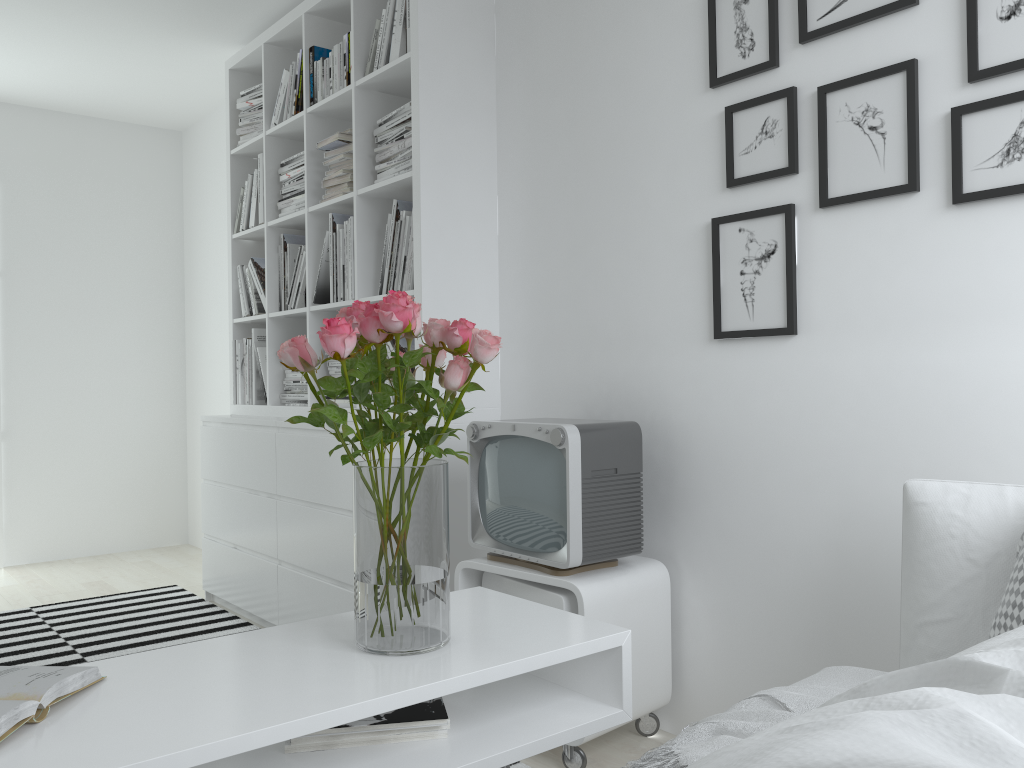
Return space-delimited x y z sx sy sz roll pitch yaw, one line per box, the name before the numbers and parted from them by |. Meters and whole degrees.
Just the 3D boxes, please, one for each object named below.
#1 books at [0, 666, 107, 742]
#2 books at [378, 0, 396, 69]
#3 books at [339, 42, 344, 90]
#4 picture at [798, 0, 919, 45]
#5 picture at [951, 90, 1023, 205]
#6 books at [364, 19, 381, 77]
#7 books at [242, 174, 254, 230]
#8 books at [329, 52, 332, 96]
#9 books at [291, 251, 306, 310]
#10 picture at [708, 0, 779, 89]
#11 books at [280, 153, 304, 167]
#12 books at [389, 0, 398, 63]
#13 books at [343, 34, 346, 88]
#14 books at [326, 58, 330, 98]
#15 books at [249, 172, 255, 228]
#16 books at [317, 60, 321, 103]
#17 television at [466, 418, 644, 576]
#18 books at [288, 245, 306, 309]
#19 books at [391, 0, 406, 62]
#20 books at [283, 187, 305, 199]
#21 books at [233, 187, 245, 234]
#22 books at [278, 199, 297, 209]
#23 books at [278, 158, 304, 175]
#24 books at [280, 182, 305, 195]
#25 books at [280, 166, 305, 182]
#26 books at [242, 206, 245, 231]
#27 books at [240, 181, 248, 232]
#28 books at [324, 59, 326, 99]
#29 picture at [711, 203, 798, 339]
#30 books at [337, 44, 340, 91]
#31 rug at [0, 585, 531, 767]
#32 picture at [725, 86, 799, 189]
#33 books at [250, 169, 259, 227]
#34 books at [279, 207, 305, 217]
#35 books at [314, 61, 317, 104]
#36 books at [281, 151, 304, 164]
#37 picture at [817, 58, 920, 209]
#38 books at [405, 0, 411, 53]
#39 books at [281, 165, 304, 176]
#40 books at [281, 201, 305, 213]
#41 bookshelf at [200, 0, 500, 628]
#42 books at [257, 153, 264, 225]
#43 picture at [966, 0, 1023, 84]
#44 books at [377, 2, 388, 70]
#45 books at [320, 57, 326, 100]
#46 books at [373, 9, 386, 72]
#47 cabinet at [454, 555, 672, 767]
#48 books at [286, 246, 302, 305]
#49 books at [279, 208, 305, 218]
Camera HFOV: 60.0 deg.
books | -0.742 0.431 1.187 0.231 0.040 0.342 -1 0 3
books | -0.359 -1.171 3.023 0.172 0.235 0.112 -1 0 -39
books | -0.566 -1.141 3.227 0.128 0.179 0.022 -1 0 -39
picture | 0.750 -0.905 1.942 0.021 0.236 0.275 -1 0 -39
picture | 0.956 -0.458 1.700 0.017 0.194 0.218 -1 0 -39
books | -0.426 -1.144 3.109 0.161 0.210 0.127 -1 0 -39
books | -1.083 -0.789 3.889 0.172 0.235 0.112 -1 0 -39
books | -0.625 -1.136 3.298 0.109 0.171 0.018 -1 0 -39
books | -0.796 -0.413 3.620 0.167 0.236 0.146 -1 0 -39
picture | 0.565 -0.876 2.175 0.018 0.248 0.196 -1 0 -39
books | -0.806 -0.904 3.603 0.159 0.012 0.285 -1 0 -39
books | -0.323 -1.174 2.996 0.172 0.239 0.093 -1 0 -39
books | -0.548 -1.151 3.215 0.127 0.200 0.020 -1 0 -39
books | -0.641 -1.127 3.309 0.110 0.153 0.019 -1 0 -39
books | -1.048 -0.792 3.862 0.172 0.239 0.093 -1 0 -39
books | -0.684 -1.131 3.356 0.106 0.162 0.032 -1 0 -39
television | 0.102 0.285 2.355 0.273 0.374 0.414 -1 0 -39
books | -0.813 -0.428 3.636 0.159 0.253 0.153 -1 0 -39
books | -0.303 -1.175 2.960 0.174 0.242 0.105 -1 0 -39
books | -0.790 -0.776 3.627 0.182 0.016 0.288 -1 0 -39
books | -1.151 -0.761 3.975 0.161 0.210 0.127 -1 0 -39
books | -0.798 -0.737 3.612 0.180 0.028 0.296 -1 0 -44
books | -0.800 -0.884 3.612 0.176 0.025 0.331 -1 0 -39
books | -0.807 -0.793 3.625 0.167 0.017 0.263 -1 0 -44
books | -0.806 -0.848 3.611 0.174 0.021 0.273 -1 0 -39
books | -1.102 -0.787 3.915 0.152 0.232 0.104 -1 0 -39
books | -1.117 -0.780 3.941 0.161 0.218 0.101 -1 0 -39
books | -0.651 -1.127 3.324 0.110 0.153 0.018 -1 0 -39
picture | 0.586 -0.267 2.161 0.019 0.306 0.232 -1 0 -39
books | -0.578 -1.140 3.245 0.128 0.178 0.021 -1 0 -39
rug | -0.961 0.965 1.972 1.846 0.004 4.362 -1 0 -39
picture | 0.599 -0.590 2.139 0.018 0.202 0.196 -1 0 -39
books | -1.028 -0.793 3.826 0.174 0.242 0.105 -1 0 -39
books | -0.796 -0.696 3.616 0.182 0.016 0.288 -1 0 -44
books | -0.700 -1.133 3.375 0.107 0.167 0.017 -1 0 -39
books | -0.813 -0.916 3.618 0.161 0.012 0.254 -1 0 -39
picture | 0.771 -0.537 1.928 0.018 0.274 0.225 -1 0 -39
books | -0.262 -1.199 2.895 0.176 0.290 0.053 -1 0 -39
books | -0.808 -0.866 3.622 0.161 0.013 0.254 -1 0 -44
books | -0.801 -0.715 3.614 0.174 0.021 0.273 -1 0 -39
bookshelf | -0.715 -0.253 3.440 0.440 2.416 1.595 -1 0 -39
books | -0.987 -0.817 3.761 0.176 0.290 0.053 -1 0 -39
picture | 0.995 -0.730 1.644 0.019 0.266 0.290 -1 0 -39
books | -0.377 -1.169 3.049 0.152 0.232 0.104 -1 0 -39
books | -0.663 -1.133 3.340 0.120 0.167 0.020 -1 0 -39
books | -0.392 -1.162 3.075 0.161 0.218 0.101 -1 0 -39
cabinet | 0.132 0.710 2.383 0.350 0.477 0.467 -1 0 -45
books | -0.824 -0.439 3.637 0.161 0.226 0.138 -1 0 -39
books | -0.804 -0.680 3.601 0.182 0.016 0.288 -1 0 -39
